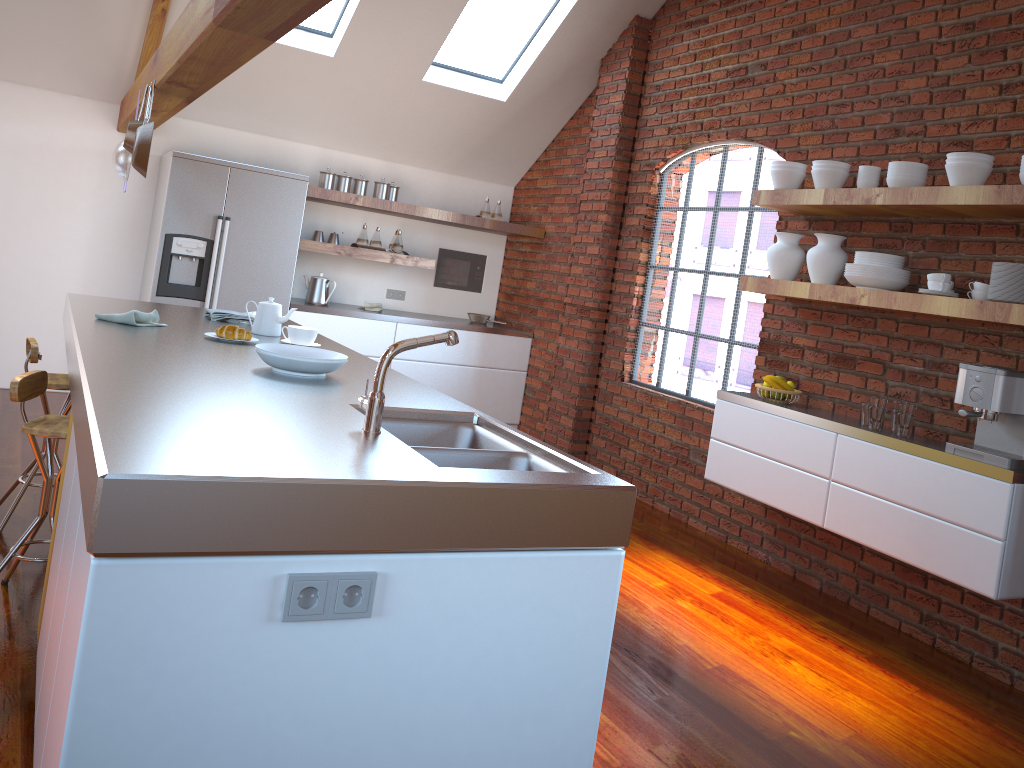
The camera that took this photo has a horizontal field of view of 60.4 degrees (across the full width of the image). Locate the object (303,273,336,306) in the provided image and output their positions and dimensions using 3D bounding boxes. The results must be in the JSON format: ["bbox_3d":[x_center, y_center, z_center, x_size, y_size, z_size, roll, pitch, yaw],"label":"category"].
[{"bbox_3d":[-1.450,-0.715,6.579,0.302,0.238,0.181,9,2,3],"label":"object"}]

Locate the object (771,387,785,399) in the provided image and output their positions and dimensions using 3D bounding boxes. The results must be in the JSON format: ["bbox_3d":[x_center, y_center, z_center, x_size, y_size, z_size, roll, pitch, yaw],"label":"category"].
[{"bbox_3d":[1.352,0.044,4.474,0.077,0.065,0.076,9,4,5],"label":"object"}]

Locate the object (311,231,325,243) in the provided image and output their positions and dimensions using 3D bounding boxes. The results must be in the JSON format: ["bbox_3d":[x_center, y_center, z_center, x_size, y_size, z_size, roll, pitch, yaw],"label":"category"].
[{"bbox_3d":[-1.444,-1.102,6.560,0.106,0.081,0.106,9,4,0],"label":"object"}]

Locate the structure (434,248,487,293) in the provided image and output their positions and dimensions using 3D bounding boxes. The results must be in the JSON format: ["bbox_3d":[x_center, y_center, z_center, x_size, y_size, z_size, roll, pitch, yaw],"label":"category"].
[{"bbox_3d":[-0.440,-0.972,7.569,0.453,0.334,0.013,6,1,-28],"label":"structure"}]

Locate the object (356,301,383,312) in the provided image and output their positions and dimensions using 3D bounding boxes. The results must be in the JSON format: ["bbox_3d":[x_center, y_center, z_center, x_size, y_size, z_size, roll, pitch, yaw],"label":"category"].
[{"bbox_3d":[-1.094,-0.603,6.809,0.203,0.061,0.197,8,6,-6],"label":"object"}]

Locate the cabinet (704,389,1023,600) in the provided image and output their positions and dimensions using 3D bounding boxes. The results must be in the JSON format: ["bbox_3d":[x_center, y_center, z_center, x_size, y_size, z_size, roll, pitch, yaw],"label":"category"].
[{"bbox_3d":[1.573,0.422,4.015,0.334,0.473,1.643,8,6,-29],"label":"cabinet"}]

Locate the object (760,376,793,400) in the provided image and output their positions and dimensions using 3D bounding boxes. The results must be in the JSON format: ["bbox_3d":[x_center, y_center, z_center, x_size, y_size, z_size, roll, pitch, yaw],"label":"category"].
[{"bbox_3d":[1.337,0.023,4.440,0.177,0.094,0.064,10,2,9],"label":"object"}]

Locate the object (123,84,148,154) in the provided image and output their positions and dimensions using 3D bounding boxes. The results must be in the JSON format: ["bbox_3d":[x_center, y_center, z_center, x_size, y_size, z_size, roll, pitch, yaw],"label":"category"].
[{"bbox_3d":[-1.819,-1.278,4.266,0.085,0.359,0.196,9,1,-24],"label":"object"}]

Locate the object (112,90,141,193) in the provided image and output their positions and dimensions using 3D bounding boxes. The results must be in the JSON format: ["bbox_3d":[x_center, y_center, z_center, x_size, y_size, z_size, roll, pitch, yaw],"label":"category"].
[{"bbox_3d":[-1.967,-1.239,4.462,0.084,0.529,0.275,9,1,-29],"label":"object"}]

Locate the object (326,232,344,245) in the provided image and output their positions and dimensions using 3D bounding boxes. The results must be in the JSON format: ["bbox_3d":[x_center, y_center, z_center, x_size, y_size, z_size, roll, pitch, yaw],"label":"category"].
[{"bbox_3d":[-1.339,-1.102,6.616,0.106,0.100,0.106,10,4,14],"label":"object"}]

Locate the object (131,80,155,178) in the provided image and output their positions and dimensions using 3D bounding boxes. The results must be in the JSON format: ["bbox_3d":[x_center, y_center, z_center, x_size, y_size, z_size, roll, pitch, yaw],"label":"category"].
[{"bbox_3d":[-1.652,-1.151,3.962,0.068,0.444,0.267,9,2,-24],"label":"object"}]

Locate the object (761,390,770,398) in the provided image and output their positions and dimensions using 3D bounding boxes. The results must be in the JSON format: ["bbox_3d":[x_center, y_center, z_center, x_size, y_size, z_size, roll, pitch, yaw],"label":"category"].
[{"bbox_3d":[1.296,0.048,4.498,0.046,0.046,0.056,9,4,4],"label":"object"}]

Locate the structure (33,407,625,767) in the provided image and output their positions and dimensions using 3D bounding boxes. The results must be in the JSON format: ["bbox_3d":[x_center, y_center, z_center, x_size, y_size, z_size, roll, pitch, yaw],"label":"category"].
[{"bbox_3d":[-0.981,0.408,2.972,1.016,0.763,3.160,6,7,-28],"label":"structure"}]

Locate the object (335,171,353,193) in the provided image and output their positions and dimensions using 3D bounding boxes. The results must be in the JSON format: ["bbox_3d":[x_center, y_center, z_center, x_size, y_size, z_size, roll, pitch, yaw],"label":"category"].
[{"bbox_3d":[-1.271,-1.522,6.639,0.126,0.177,0.130,7,3,-33],"label":"object"}]

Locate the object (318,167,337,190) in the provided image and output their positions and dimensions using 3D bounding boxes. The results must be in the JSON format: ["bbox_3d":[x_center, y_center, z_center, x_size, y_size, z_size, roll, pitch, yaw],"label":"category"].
[{"bbox_3d":[-1.378,-1.528,6.556,0.126,0.177,0.130,7,3,-33],"label":"object"}]

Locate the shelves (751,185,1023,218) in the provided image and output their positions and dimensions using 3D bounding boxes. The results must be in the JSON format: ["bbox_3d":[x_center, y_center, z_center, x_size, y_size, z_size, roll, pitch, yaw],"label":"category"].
[{"bbox_3d":[1.765,-0.828,4.019,0.335,0.076,1.556,5,8,-28],"label":"shelves"}]

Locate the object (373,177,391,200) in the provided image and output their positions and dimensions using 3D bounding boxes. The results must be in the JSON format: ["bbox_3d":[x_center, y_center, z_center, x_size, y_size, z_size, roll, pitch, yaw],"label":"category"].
[{"bbox_3d":[-0.994,-1.487,6.705,0.126,0.177,0.130,7,3,-33],"label":"object"}]

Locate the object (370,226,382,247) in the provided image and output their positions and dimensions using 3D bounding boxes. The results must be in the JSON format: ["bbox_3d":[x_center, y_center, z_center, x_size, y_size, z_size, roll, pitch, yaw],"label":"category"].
[{"bbox_3d":[-1.044,-1.129,6.791,0.094,0.192,0.093,9,1,15],"label":"object"}]

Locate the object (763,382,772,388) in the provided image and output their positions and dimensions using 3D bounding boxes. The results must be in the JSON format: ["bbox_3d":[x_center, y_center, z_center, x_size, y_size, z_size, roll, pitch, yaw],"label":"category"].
[{"bbox_3d":[1.312,0.001,4.505,0.051,0.053,0.045,6,4,-40],"label":"object"}]

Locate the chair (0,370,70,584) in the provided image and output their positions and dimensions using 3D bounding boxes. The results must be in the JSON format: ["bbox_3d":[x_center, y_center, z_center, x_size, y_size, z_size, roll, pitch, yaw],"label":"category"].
[{"bbox_3d":[-1.493,0.350,2.858,0.337,0.750,0.340,9,1,-9],"label":"chair"}]

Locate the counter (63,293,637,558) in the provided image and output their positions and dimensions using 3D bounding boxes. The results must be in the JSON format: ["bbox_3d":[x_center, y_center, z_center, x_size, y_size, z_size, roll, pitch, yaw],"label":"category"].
[{"bbox_3d":[-0.919,-0.042,2.967,1.017,0.130,3.184,5,8,-28],"label":"counter"}]

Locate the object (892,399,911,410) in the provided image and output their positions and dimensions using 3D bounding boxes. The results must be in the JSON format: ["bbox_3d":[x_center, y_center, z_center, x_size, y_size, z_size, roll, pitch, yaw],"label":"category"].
[{"bbox_3d":[1.722,0.128,3.907,0.078,0.104,0.078,9,2,1],"label":"object"}]

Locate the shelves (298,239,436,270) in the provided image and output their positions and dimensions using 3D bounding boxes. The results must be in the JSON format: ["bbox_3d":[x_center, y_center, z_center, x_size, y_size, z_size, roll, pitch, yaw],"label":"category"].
[{"bbox_3d":[-1.206,-1.012,6.779,1.058,0.076,0.663,5,8,-28],"label":"shelves"}]

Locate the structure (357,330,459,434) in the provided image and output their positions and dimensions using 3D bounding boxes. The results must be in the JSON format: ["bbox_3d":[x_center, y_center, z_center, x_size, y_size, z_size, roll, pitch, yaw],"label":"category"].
[{"bbox_3d":[-0.240,-0.014,2.028,0.199,0.248,0.100,7,1,-28],"label":"structure"}]

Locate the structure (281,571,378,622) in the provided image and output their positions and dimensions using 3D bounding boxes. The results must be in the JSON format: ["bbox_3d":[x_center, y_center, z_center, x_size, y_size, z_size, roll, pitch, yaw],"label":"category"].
[{"bbox_3d":[-0.321,0.368,1.542,0.159,0.080,0.033,6,2,-28],"label":"structure"}]

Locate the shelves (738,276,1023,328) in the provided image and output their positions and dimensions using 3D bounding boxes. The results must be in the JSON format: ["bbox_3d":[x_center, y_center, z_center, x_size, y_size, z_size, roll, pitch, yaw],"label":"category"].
[{"bbox_3d":[1.696,-0.380,4.017,0.335,0.076,1.556,5,8,-28],"label":"shelves"}]

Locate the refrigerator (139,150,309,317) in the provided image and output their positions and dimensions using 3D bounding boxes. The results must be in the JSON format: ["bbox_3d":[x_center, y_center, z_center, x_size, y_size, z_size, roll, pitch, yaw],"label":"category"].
[{"bbox_3d":[-2.106,-0.680,6.259,0.905,1.772,0.789,8,1,-28],"label":"refrigerator"}]

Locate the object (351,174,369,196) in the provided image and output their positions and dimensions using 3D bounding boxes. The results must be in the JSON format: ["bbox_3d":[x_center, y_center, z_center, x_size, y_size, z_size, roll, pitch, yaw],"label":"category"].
[{"bbox_3d":[-1.162,-1.515,6.725,0.126,0.177,0.130,7,3,-33],"label":"object"}]

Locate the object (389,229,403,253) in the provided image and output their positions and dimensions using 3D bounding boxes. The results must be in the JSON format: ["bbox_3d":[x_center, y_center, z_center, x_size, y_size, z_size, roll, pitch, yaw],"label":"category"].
[{"bbox_3d":[-0.902,-1.121,6.902,0.093,0.192,0.204,8,4,-20],"label":"object"}]

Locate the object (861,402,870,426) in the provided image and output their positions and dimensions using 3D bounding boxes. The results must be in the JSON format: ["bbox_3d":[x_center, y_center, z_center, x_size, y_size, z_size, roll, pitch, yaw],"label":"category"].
[{"bbox_3d":[1.619,0.140,4.001,0.078,0.104,0.077,10,3,32],"label":"object"}]

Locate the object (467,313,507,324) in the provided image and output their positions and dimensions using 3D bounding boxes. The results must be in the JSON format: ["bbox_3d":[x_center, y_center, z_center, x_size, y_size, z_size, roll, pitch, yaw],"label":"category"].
[{"bbox_3d":[-0.224,-0.525,7.231,0.352,0.074,0.193,15,8,42],"label":"object"}]

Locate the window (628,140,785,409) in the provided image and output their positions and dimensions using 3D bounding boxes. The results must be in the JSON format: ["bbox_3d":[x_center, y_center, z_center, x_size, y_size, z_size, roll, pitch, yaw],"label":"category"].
[{"bbox_3d":[4.705,0.276,3.639,3.599,9.891,17.652,8,4,-39],"label":"window"}]

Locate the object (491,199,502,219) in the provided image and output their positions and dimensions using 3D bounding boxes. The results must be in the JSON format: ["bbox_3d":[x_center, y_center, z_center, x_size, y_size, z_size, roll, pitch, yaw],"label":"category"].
[{"bbox_3d":[-0.119,-1.431,7.257,0.094,0.192,0.093,9,1,15],"label":"object"}]

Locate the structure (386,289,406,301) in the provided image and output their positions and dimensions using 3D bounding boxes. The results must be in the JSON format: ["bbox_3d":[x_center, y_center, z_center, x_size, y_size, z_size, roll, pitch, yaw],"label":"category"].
[{"bbox_3d":[-0.970,-0.743,7.311,0.159,0.080,0.033,6,2,-28],"label":"structure"}]

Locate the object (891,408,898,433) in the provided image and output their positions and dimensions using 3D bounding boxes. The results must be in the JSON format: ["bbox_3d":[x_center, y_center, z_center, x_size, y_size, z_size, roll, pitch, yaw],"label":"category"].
[{"bbox_3d":[1.716,0.166,3.906,0.078,0.104,0.078,9,2,1],"label":"object"}]

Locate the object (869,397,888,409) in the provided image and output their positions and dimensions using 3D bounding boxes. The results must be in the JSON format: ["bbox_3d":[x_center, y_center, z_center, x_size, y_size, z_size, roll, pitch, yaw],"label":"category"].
[{"bbox_3d":[1.607,0.114,3.873,0.078,0.104,0.078,9,2,1],"label":"object"}]

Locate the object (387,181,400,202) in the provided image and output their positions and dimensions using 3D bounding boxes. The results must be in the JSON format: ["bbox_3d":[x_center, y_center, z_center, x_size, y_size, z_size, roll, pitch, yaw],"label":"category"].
[{"bbox_3d":[-0.946,-1.503,6.895,0.126,0.177,0.130,7,3,-33],"label":"object"}]

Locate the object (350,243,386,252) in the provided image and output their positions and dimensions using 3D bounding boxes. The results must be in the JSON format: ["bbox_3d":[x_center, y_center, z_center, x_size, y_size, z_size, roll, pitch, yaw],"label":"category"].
[{"bbox_3d":[-1.104,-1.051,6.764,0.222,0.033,0.197,5,8,-30],"label":"object"}]

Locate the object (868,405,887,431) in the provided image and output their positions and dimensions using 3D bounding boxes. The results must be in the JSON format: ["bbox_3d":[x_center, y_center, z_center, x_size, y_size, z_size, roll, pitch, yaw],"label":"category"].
[{"bbox_3d":[1.601,0.152,3.873,0.078,0.104,0.078,9,2,1],"label":"object"}]

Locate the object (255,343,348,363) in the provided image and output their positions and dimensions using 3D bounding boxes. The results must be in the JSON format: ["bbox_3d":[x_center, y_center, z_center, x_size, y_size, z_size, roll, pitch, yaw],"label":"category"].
[{"bbox_3d":[-0.651,-0.074,2.716,0.285,0.055,0.280,13,8,33],"label":"object"}]

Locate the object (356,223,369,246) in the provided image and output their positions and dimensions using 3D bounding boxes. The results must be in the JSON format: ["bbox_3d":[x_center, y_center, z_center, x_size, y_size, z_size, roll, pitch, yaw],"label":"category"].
[{"bbox_3d":[-1.137,-1.138,6.737,0.092,0.191,0.094,8,1,-16],"label":"object"}]

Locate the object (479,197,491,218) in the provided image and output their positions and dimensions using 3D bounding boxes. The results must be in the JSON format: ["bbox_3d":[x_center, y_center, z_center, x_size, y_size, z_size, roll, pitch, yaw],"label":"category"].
[{"bbox_3d":[-0.212,-1.439,7.203,0.092,0.191,0.094,8,1,-16],"label":"object"}]

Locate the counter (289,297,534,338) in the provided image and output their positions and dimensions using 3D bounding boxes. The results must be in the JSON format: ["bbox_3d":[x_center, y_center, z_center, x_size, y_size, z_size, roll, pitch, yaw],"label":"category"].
[{"bbox_3d":[-0.859,-0.532,6.968,1.970,0.044,0.724,5,8,-28],"label":"counter"}]

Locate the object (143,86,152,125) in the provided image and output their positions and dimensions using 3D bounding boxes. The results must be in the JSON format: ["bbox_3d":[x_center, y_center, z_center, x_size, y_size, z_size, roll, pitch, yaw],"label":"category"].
[{"bbox_3d":[-1.713,-1.228,4.113,0.046,0.332,0.045,9,0,-3],"label":"object"}]

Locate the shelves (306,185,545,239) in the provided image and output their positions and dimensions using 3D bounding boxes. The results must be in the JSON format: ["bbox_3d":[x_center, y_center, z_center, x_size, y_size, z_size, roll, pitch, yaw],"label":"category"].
[{"bbox_3d":[-0.750,-1.357,6.993,1.963,0.076,0.663,5,8,-28],"label":"shelves"}]

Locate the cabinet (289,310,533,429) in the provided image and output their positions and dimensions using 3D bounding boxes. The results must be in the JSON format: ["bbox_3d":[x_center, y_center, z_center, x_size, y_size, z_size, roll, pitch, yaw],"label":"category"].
[{"bbox_3d":[-0.925,-0.105,6.968,1.970,0.817,0.719,6,4,-28],"label":"cabinet"}]

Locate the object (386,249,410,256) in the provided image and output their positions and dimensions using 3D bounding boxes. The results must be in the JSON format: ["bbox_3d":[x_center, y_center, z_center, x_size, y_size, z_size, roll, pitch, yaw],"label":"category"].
[{"bbox_3d":[-0.914,-1.039,6.901,0.194,0.033,0.226,6,7,-19],"label":"object"}]

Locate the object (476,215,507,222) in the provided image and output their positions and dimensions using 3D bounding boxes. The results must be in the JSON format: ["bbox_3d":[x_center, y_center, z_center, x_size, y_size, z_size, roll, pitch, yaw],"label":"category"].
[{"bbox_3d":[-0.179,-1.353,7.230,0.222,0.033,0.197,5,8,-30],"label":"object"}]

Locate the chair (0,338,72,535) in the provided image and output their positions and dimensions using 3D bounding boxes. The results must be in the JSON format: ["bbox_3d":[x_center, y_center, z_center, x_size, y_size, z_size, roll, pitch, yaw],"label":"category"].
[{"bbox_3d":[-1.878,0.201,3.593,0.335,0.750,0.341,8,1,-34],"label":"chair"}]

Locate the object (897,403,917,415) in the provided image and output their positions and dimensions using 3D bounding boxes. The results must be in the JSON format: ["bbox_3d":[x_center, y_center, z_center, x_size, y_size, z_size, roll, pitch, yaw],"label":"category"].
[{"bbox_3d":[1.686,0.139,3.771,0.077,0.104,0.078,8,3,-16],"label":"object"}]
